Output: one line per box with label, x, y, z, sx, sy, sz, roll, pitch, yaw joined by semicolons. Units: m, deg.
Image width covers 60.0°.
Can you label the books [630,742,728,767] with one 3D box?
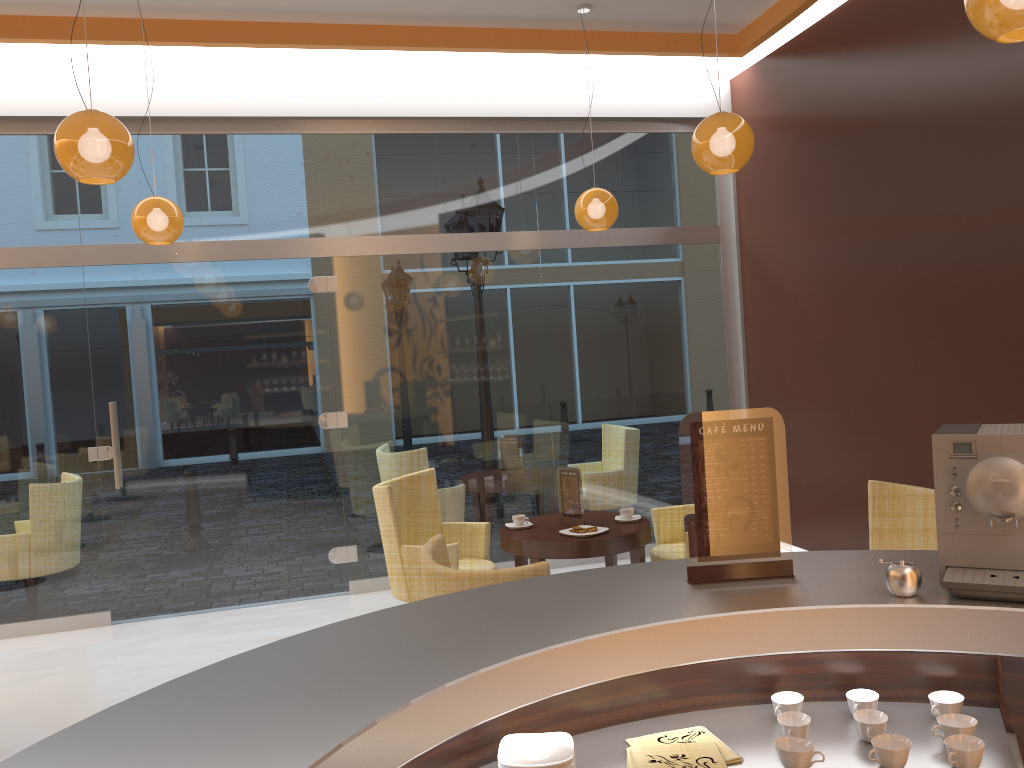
books;0.341;0.774;1.790;0.185;0.016;0.188;-4;2;1

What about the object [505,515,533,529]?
object;0.040;0.806;5.197;0.153;0.069;0.153;-4;2;-14

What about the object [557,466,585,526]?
object;0.342;0.653;5.186;0.042;0.335;0.209;-5;2;-39

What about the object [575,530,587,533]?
object;0.380;0.811;4.869;0.053;0.014;0.055;-5;2;-31

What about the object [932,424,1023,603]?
object;1.101;0.275;1.981;0.270;0.340;0.373;-3;2;31

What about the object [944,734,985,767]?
object;0.881;0.723;1.724;0.073;0.050;0.086;-3;2;18

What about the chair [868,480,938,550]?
chair;1.581;0.955;3.656;0.685;1.017;0.729;-4;2;-7

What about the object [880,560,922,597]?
object;0.857;0.424;1.943;0.075;0.077;0.075;-2;2;45

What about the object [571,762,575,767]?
object;0.051;0.765;1.777;0.153;0.020;0.153;-4;2;3

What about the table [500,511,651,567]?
table;0.386;1.159;5.159;0.872;0.679;0.874;-3;2;32

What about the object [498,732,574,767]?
object;0.049;0.737;1.776;0.153;0.020;0.153;-4;2;3

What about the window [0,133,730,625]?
window;-2.115;-0.124;6.336;8.200;3.380;0.040;-4;2;-14

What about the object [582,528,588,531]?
object;0.395;0.812;4.934;0.051;0.018;0.054;-5;2;-27

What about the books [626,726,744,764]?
books;0.361;0.774;1.881;0.193;0.009;0.189;-4;2;-15

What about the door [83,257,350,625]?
door;-2.082;0.374;6.351;1.640;2.499;0.020;-4;2;-14

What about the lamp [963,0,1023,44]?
lamp;1.417;-1.748;2.517;0.299;1.500;0.299;-5;2;-36

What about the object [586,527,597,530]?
object;0.443;0.802;4.933;0.051;0.018;0.054;-4;2;-16

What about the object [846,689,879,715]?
object;0.787;0.722;1.982;0.073;0.050;0.086;-4;2;1

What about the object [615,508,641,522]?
object;0.677;0.764;5.183;0.153;0.069;0.153;-4;2;8

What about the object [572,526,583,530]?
object;0.362;0.803;4.935;0.052;0.016;0.055;-4;2;-15

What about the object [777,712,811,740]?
object;0.602;0.737;1.883;0.073;0.050;0.086;-4;2;-8

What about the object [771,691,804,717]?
object;0.622;0.732;1.996;0.073;0.050;0.086;-4;2;7

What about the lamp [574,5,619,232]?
lamp;0.533;-1.795;6.006;0.299;1.500;0.299;-2;2;43

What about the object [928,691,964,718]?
object;0.953;0.712;1.943;0.073;0.050;0.086;-3;2;18

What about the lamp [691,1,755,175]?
lamp;0.975;-1.772;4.262;0.299;1.500;0.299;-5;2;-36

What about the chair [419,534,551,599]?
chair;0.048;1.071;3.212;0.685;1.017;0.729;-5;2;-36

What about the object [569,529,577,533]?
object;0.349;0.813;4.903;0.054;0.018;0.051;-3;2;33

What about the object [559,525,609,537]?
object;0.398;0.816;4.906;0.234;0.020;0.234;-5;2;-43

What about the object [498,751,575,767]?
object;0.050;0.751;1.776;0.153;0.020;0.153;-4;2;3

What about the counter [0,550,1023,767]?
counter;0.056;1.086;1.320;1.586;1.100;2.917;-3;2;31

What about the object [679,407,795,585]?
object;0.544;0.269;2.157;0.258;0.414;0.052;-4;2;0

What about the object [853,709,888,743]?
object;0.760;0.727;1.869;0.073;0.050;0.086;-4;2;-9

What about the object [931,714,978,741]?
object;0.915;0.718;1.824;0.073;0.050;0.086;-2;2;43

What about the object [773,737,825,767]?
object;0.569;0.743;1.770;0.086;0.050;0.073;-4;2;-3

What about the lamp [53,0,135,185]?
lamp;-1.733;-1.570;3.578;0.299;1.500;0.299;-4;2;-3

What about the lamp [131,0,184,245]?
lamp;-2.175;-1.594;5.323;0.299;1.500;0.299;-5;2;-40

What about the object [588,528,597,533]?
object;0.444;0.806;4.887;0.052;0.018;0.055;-4;2;10

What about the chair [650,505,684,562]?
chair;1.160;0.934;5.273;0.685;1.017;0.729;-4;2;-11

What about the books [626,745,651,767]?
books;0.327;0.778;1.799;0.187;0.011;0.189;-4;2;6

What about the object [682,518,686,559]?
object;0.782;0.675;3.497;0.209;0.335;0.042;-4;2;0

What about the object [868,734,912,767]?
object;0.748;0.731;1.748;0.073;0.050;0.086;-3;2;31

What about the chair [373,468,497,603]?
chair;-0.434;1.043;5.213;0.685;1.017;0.729;-3;2;18
